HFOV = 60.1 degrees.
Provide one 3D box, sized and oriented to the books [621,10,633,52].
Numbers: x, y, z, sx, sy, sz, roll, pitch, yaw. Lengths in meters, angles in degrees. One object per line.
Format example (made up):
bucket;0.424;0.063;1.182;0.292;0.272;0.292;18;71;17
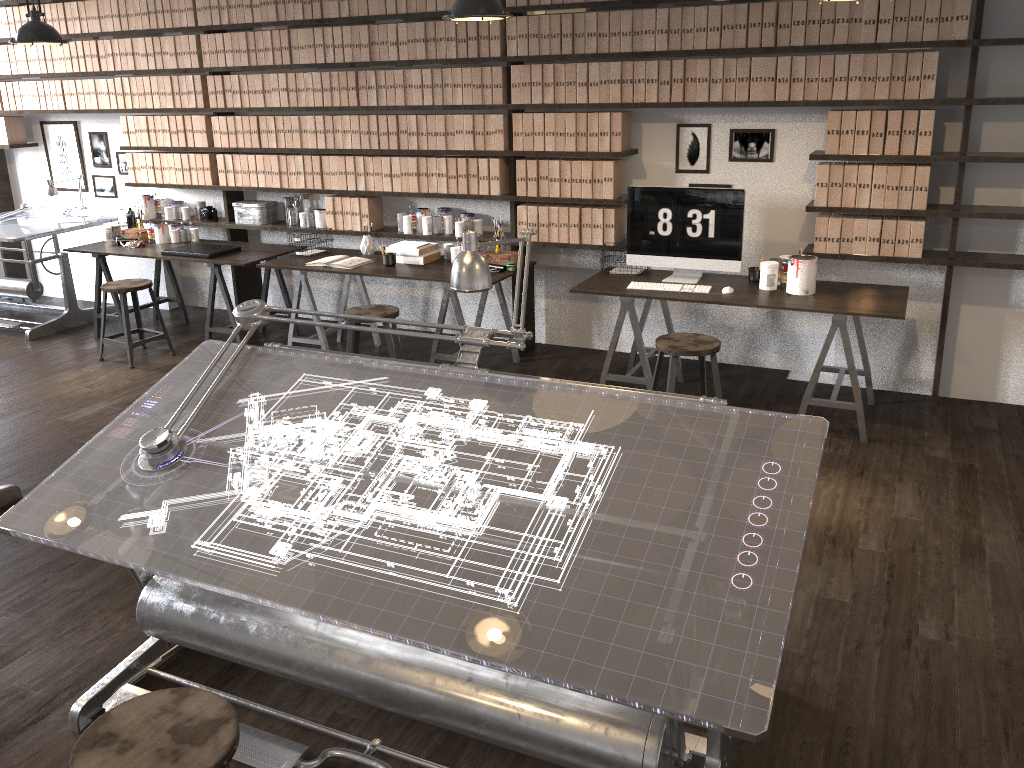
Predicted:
books;0.671;-1.977;4.979;0.067;0.222;0.177;6;19;24

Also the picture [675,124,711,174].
picture;1.059;-1.376;5.174;0.202;0.280;0.022;6;18;24

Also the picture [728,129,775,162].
picture;1.362;-1.355;5.030;0.251;0.181;0.023;7;18;24

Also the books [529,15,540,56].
books;0.164;-2.043;5.207;0.067;0.222;0.177;6;19;24

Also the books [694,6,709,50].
books;1.046;-1.929;4.813;0.067;0.222;0.176;6;19;24

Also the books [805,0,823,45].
books;1.569;-1.862;4.581;0.067;0.222;0.176;6;19;24

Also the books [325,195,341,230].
books;-1.211;-1.195;6.142;0.067;0.222;0.177;6;19;24

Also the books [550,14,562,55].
books;0.284;-2.029;5.160;0.067;0.222;0.177;6;19;24

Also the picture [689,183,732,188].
picture;1.164;-1.085;5.211;0.251;0.181;0.023;7;18;24

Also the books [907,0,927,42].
books;2.006;-1.806;4.386;0.067;0.222;0.176;6;19;24

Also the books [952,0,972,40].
books;2.185;-1.781;4.301;0.067;0.222;0.177;6;19;24

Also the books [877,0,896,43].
books;1.876;-1.821;4.438;0.067;0.222;0.177;6;19;24

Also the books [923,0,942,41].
books;2.066;-1.795;4.351;0.067;0.222;0.177;6;19;24

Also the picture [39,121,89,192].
picture;-3.710;-1.885;7.341;0.416;0.567;0.040;7;18;24

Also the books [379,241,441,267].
books;-0.665;-0.841;5.612;0.295;0.145;0.390;7;20;24

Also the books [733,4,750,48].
books;1.235;-1.905;4.729;0.067;0.222;0.177;6;19;24

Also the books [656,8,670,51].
books;0.855;-1.953;4.897;0.067;0.222;0.177;6;19;24

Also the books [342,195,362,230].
books;-1.083;-1.180;6.090;0.067;0.222;0.176;6;19;24

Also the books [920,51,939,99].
books;2.085;-1.540;4.422;0.067;0.222;0.176;6;19;24

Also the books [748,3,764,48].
books;1.305;-1.897;4.700;0.067;0.222;0.177;6;19;24

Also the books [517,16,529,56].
books;0.099;-2.051;5.236;0.067;0.222;0.177;6;19;24

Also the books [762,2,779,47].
books;1.370;-1.886;4.665;0.067;0.222;0.177;6;19;24

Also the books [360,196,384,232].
books;-0.954;-1.164;6.033;0.067;0.222;0.177;6;19;24

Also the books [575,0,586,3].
books;0.415;-2.271;5.014;0.067;0.222;0.177;6;19;24

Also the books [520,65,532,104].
books;0.117;-1.795;5.306;0.067;0.222;0.177;6;19;24

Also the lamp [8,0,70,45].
lamp;-2.706;-2.995;4.711;0.311;2.221;0.317;0;17;5

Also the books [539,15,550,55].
books;0.223;-2.037;5.185;0.067;0.222;0.177;6;19;24

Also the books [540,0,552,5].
books;0.226;-2.297;5.101;0.067;0.222;0.176;6;19;24

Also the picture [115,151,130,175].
picture;-3.055;-1.762;7.069;0.251;0.181;0.023;7;18;24

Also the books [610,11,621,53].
books;0.612;-1.987;5.012;0.067;0.222;0.177;6;19;24

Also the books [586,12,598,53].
books;0.482;-2.002;5.066;0.067;0.222;0.176;6;19;24

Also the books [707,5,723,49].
books;1.111;-1.920;4.781;0.067;0.222;0.177;6;19;24

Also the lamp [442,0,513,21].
lamp;-0.178;-2.666;3.573;0.315;2.221;0.313;-15;21;-38

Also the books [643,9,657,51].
books;0.790;-1.962;4.929;0.067;0.222;0.177;6;19;24

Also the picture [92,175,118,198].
picture;-3.330;-1.617;7.249;0.251;0.181;0.023;7;18;24

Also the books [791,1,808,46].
books;1.503;-1.869;4.606;0.067;0.222;0.176;6;19;24

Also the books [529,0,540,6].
books;0.163;-2.306;5.134;0.067;0.222;0.177;6;19;24

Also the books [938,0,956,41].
books;2.129;-1.789;4.328;0.067;0.222;0.177;6;19;24

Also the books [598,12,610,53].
books;0.548;-1.995;5.041;0.067;0.222;0.176;6;19;24

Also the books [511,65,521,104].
books;0.061;-1.804;5.336;0.067;0.222;0.177;6;19;24

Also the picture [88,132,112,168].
picture;-3.328;-1.894;7.164;0.202;0.280;0.022;6;18;24

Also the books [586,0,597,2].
books;0.477;-2.265;4.991;0.067;0.222;0.177;6;19;24

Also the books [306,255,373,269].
books;-1.098;-0.780;5.636;0.355;0.029;0.259;7;21;24

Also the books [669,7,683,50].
books;0.920;-1.946;4.872;0.067;0.222;0.177;6;19;24

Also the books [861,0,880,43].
books;1.811;-1.830;4.469;0.067;0.222;0.177;6;19;24

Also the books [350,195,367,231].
books;-1.020;-1.171;6.058;0.067;0.222;0.176;6;19;24

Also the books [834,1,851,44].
books;1.692;-1.844;4.520;0.067;0.222;0.177;6;19;24

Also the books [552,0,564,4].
books;0.292;-2.289;5.075;0.067;0.222;0.176;6;19;24

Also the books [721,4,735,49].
books;1.176;-1.911;4.751;0.067;0.222;0.177;6;19;24

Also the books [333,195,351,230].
books;-1.147;-1.189;6.119;0.067;0.222;0.177;6;19;24

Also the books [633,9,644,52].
books;0.733;-1.970;4.956;0.067;0.222;0.177;6;19;24

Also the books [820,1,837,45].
books;1.634;-1.854;4.552;0.067;0.222;0.177;6;19;24

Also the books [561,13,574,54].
books;0.349;-2.019;5.125;0.067;0.222;0.177;6;19;24

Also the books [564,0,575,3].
books;0.356;-2.281;5.046;0.067;0.222;0.177;6;19;24

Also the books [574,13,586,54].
books;0.419;-2.012;5.099;0.067;0.222;0.177;6;19;24

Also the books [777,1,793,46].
books;1.441;-1.879;4.640;0.067;0.222;0.177;6;19;24

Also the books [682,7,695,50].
books;0.984;-1.939;4.845;0.067;0.222;0.176;6;19;24

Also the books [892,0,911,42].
books;1.942;-1.813;4.413;0.067;0.222;0.177;6;19;24

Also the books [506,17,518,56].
books;0.034;-2.061;5.269;0.067;0.222;0.176;6;19;24

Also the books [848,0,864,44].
books;1.755;-1.838;4.496;0.067;0.222;0.177;6;19;24
